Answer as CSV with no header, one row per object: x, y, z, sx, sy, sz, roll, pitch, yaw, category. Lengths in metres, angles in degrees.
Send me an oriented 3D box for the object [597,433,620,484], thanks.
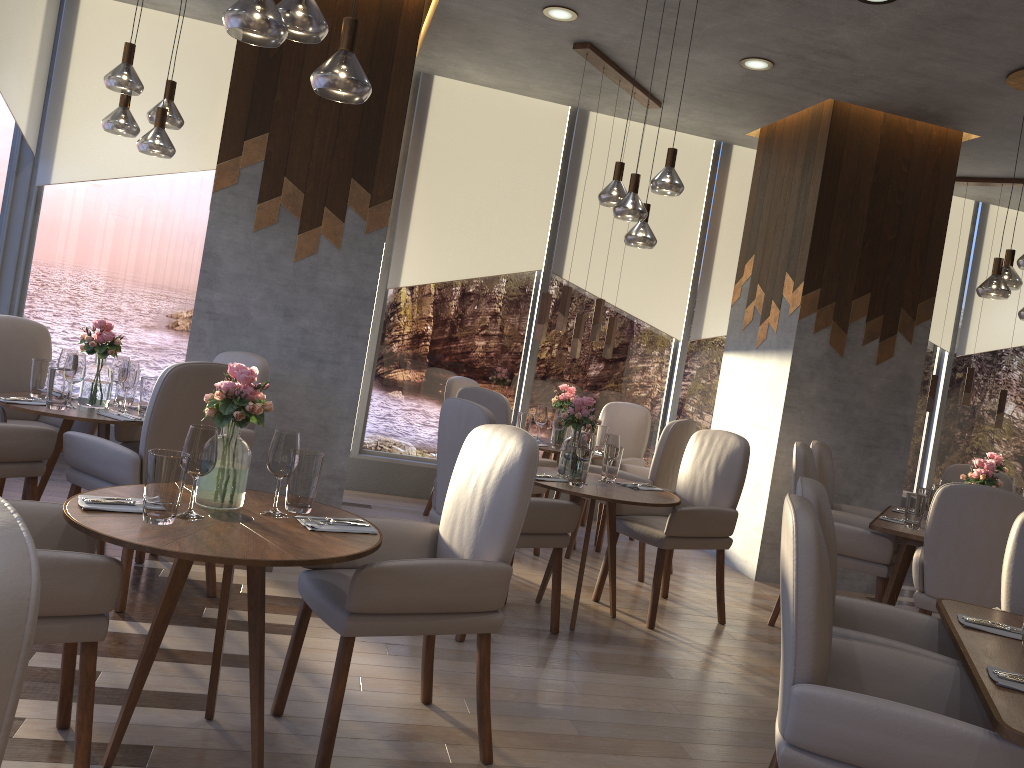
0.491,0.375,4.488,0.092,0.244,0.092,10,1,33,object

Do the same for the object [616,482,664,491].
0.636,0.513,4.498,0.254,0.019,0.158,8,3,-37,object

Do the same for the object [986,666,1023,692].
1.246,0.701,2.049,0.255,0.019,0.157,10,2,20,object

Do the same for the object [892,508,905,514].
2.409,0.773,5.293,0.255,0.019,0.157,11,2,29,object

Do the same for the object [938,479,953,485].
2.499,0.680,5.143,0.092,0.244,0.092,9,1,-35,object

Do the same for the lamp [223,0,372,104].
-0.493,-1.482,2.442,0.439,1.326,0.440,9,0,-11,lamp

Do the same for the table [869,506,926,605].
2.472,1.147,4.843,0.967,0.665,1.305,10,2,28,table

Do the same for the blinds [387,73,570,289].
-0.164,-1.948,6.829,1.172,2.680,0.007,9,0,-13,blinds

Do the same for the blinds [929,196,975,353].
3.501,-1.682,7.663,1.172,2.680,0.007,9,0,-13,blinds

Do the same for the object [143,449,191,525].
-0.887,0.263,2.260,0.102,0.178,0.102,10,1,26,object

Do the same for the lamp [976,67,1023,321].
2.845,-1.020,4.853,0.438,1.326,0.440,9,0,-28,lamp

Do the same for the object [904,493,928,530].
2.105,0.667,4.633,0.102,0.178,0.102,10,1,36,object

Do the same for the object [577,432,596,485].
0.348,0.360,4.274,0.092,0.244,0.092,9,1,-19,object

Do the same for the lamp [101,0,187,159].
-1.662,-1.739,4.169,0.440,1.326,0.438,10,1,44,lamp

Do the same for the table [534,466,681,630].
0.361,0.818,4.363,0.832,0.662,0.836,8,2,-39,table

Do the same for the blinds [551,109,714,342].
1.035,-1.753,7.106,1.172,2.680,0.007,9,0,-13,blinds

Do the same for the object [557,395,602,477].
0.326,0.263,4.451,0.210,0.415,0.197,10,1,34,object

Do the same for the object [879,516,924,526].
2.126,0.745,4.796,0.255,0.019,0.157,11,2,29,object

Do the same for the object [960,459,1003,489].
2.571,0.619,4.866,0.197,0.415,0.210,9,1,-36,object

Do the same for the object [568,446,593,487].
0.316,0.391,4.168,0.102,0.178,0.102,9,1,-33,object

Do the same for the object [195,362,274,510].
-0.807,0.146,2.561,0.197,0.415,0.210,9,1,-41,object

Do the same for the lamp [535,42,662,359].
0.580,-1.131,5.987,0.118,1.931,1.158,10,1,32,lamp

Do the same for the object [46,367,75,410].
-1.988,0.021,3.888,0.102,0.178,0.102,9,1,4,object

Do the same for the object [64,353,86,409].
-1.979,-0.015,3.997,0.092,0.244,0.092,9,1,-32,object

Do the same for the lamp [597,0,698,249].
0.701,-1.356,4.375,0.439,1.326,0.439,9,0,-6,lamp

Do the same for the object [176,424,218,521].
-0.839,0.234,2.360,0.092,0.244,0.092,9,1,-27,object

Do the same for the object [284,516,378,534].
-0.521,0.394,2.532,0.254,0.019,0.158,8,2,-28,object

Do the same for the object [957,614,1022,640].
1.444,0.714,2.586,0.255,0.019,0.157,10,2,20,object

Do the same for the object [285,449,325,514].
-0.625,0.292,2.648,0.102,0.178,0.102,9,1,8,object

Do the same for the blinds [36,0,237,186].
-2.522,-2.605,6.273,1.172,2.680,0.007,9,0,-13,blinds

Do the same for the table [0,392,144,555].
-2.011,0.433,4.160,0.832,0.662,0.836,9,2,-26,table

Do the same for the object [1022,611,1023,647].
1.449,0.640,2.419,0.102,0.178,0.102,10,1,36,object

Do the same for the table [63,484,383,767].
-0.826,0.693,2.440,0.836,0.662,0.832,10,2,37,table

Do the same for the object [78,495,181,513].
-1.021,0.318,2.374,0.254,0.019,0.158,8,2,-30,object

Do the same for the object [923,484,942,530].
2.217,0.651,4.646,0.092,0.244,0.092,9,0,-13,object

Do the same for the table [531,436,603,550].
0.267,0.742,6.003,0.834,0.662,0.833,10,1,7,table

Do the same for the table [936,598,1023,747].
1.570,1.097,2.169,0.966,0.665,1.305,10,2,20,table

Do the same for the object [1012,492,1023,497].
2.874,0.745,5.063,0.092,0.244,0.092,9,0,-17,object

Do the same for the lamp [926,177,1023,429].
3.910,-0.612,6.841,1.164,1.931,0.118,10,0,32,lamp

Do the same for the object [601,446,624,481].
0.515,0.409,4.594,0.102,0.178,0.102,9,1,-21,object

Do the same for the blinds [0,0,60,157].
-2.946,-2.845,5.537,0.007,2.680,1.175,9,1,-13,blinds

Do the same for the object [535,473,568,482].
0.166,0.444,4.262,0.254,0.019,0.158,8,3,-39,object

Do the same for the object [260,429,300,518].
-0.665,0.256,2.549,0.092,0.244,0.092,10,1,42,object

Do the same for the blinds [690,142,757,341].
2.238,-1.583,7.383,1.172,2.680,0.007,9,0,-13,blinds

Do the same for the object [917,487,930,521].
2.387,0.695,5.129,0.102,0.178,0.102,10,1,36,object

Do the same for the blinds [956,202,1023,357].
4.698,-1.472,7.940,1.172,2.680,0.007,9,0,-13,blinds
